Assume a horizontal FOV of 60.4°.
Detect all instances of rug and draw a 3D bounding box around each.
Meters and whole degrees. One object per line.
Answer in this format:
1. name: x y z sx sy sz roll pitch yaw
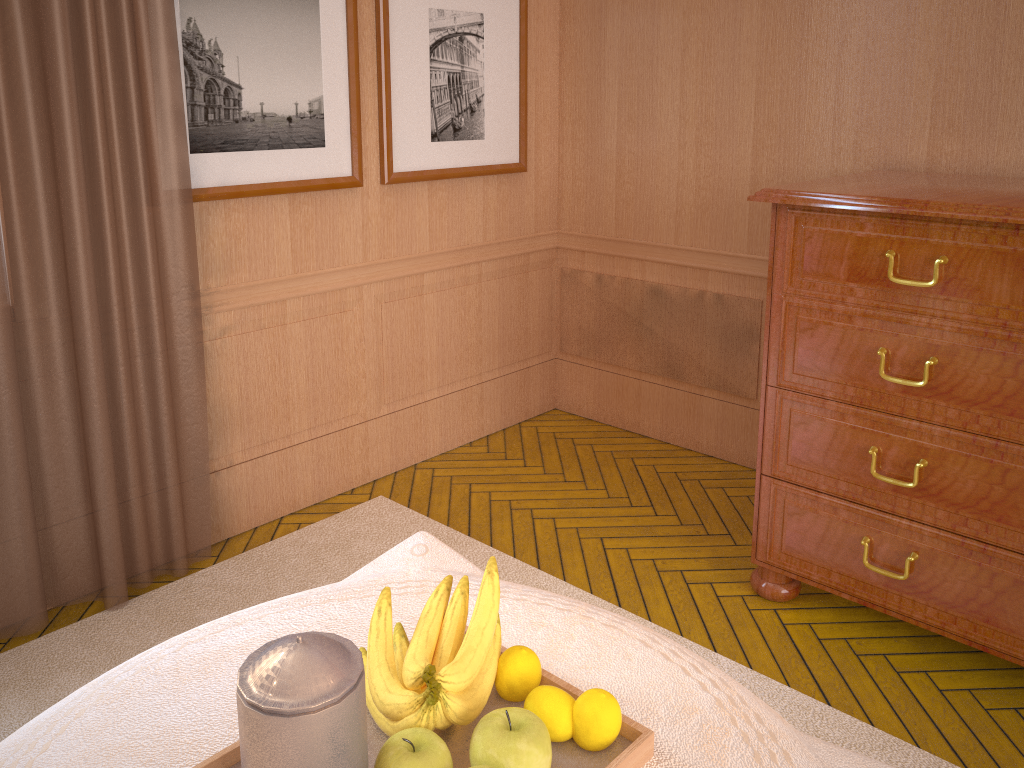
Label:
1. rug: 0.124 2.227 0.415 8.062 0.019 6.092 16 24 40

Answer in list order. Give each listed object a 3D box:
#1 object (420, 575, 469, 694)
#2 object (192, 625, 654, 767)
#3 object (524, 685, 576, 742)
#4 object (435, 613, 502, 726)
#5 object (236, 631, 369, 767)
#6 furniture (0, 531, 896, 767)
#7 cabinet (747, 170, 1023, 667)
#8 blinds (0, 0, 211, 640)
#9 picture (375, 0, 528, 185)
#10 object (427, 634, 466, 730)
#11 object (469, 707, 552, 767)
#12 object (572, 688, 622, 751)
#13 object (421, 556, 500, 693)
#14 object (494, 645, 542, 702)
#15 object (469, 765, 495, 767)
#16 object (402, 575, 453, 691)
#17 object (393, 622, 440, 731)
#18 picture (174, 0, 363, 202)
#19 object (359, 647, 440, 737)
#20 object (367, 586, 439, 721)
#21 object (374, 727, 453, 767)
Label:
1. object: -0.157 0.607 2.005 0.065 0.167 0.387 2 17 9
2. object: -0.198 0.805 1.831 0.647 0.058 0.813 16 24 40
3. object: 0.090 0.730 1.947 0.112 0.108 0.135 -14 21 -42
4. object: -0.078 0.640 2.002 0.072 0.168 0.407 4 18 18
5. object: -0.398 0.660 1.688 0.234 0.383 0.240 2 14 9
6. furniture: -0.251 1.283 1.866 1.973 0.877 1.984 14 22 38
7. cabinet: 2.507 0.219 3.577 2.803 1.895 1.437 15 20 41
8. blinds: -1.997 -1.236 3.543 0.269 4.674 1.468 10 16 40
9. picture: -0.329 -1.907 5.463 0.048 1.218 1.269 10 18 41
10. object: -0.135 0.652 2.010 0.062 0.194 0.396 2 17 7
11. object: -0.003 0.755 1.796 0.169 0.143 0.177 0 16 -1
12. object: 0.183 0.732 1.921 0.114 0.130 0.110 0 14 -1
13. object: -0.089 0.564 1.994 0.071 0.164 0.415 4 18 18
14. object: 0.014 0.685 2.080 0.114 0.130 0.110 0 14 -1
15. object: -0.060 0.808 1.648 0.157 0.131 0.161 -14 21 -41
16. object: -0.198 0.582 2.028 0.091 0.125 0.420 0 18 1
17. object: -0.229 0.662 1.998 0.062 0.177 0.404 -4 17 -17
18. picture: -1.281 -1.577 4.450 0.048 1.218 1.269 10 18 41
19. object: -0.282 0.674 1.961 0.072 0.181 0.400 -8 19 -32
20. object: -0.270 0.621 1.959 0.104 0.155 0.385 -6 18 -23
21. object: -0.196 0.775 1.749 0.157 0.131 0.161 -14 21 -41
